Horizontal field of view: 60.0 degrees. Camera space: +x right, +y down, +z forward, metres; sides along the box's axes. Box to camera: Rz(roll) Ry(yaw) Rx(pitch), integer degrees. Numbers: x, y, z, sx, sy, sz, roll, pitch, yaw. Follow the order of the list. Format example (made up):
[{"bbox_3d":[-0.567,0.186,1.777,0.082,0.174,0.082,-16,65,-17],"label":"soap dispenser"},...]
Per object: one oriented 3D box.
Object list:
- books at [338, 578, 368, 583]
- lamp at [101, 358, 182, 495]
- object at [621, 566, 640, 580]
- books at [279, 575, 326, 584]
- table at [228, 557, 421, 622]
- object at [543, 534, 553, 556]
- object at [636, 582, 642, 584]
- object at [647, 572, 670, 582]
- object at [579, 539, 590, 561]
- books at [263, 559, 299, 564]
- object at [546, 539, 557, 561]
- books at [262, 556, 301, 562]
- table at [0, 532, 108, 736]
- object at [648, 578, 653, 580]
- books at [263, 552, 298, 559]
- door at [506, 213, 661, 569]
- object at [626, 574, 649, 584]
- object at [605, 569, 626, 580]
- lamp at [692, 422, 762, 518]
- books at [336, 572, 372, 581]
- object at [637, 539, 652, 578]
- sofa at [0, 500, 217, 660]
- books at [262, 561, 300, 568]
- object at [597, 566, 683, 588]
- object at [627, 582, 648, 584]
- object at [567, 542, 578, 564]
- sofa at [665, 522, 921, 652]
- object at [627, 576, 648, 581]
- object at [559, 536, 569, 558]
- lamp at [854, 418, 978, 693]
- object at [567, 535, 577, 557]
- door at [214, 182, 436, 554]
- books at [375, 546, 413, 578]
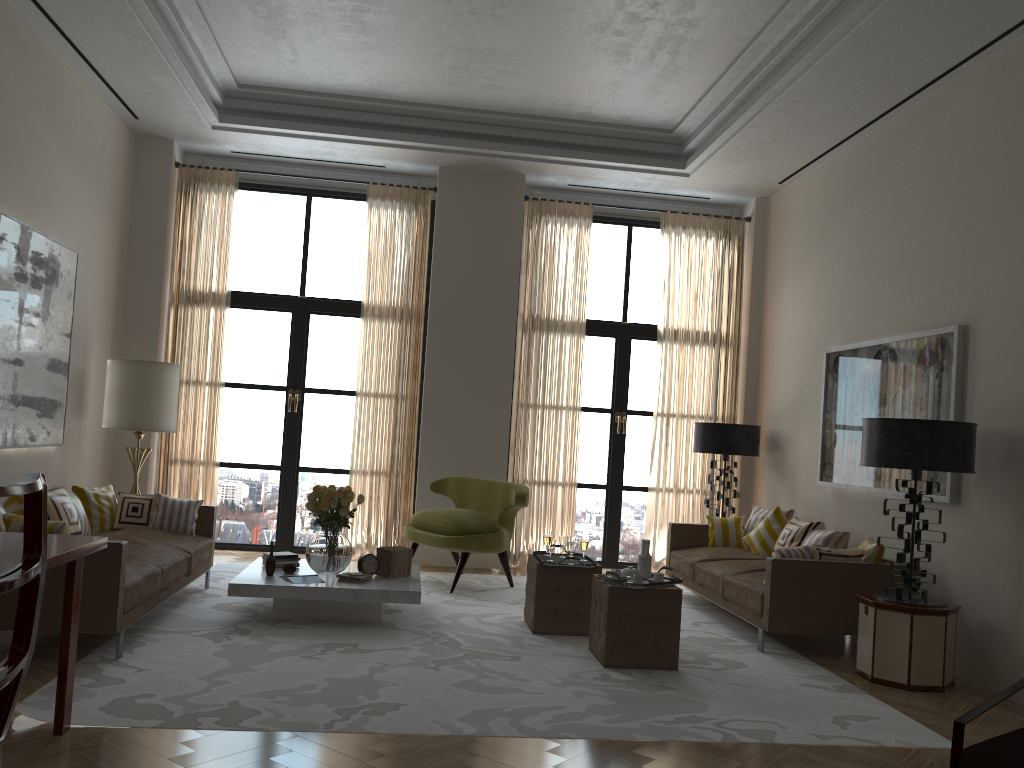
[{"bbox_3d":[-1.397,1.716,7.801,0.197,0.024,0.256,3,-3,11],"label":"books"},{"bbox_3d":[-4.149,0.879,9.808,0.768,2.253,0.767,5,-3,-43],"label":"lamp"},{"bbox_3d":[0.945,1.500,7.074,0.176,0.105,0.136,4,-3,-10],"label":"object"},{"bbox_3d":[-1.818,1.676,7.676,0.281,0.038,0.384,6,-4,-34],"label":"books"},{"bbox_3d":[-1.645,1.902,8.118,1.584,0.343,1.502,4,-3,-6],"label":"table"},{"bbox_3d":[0.325,1.487,8.174,0.098,0.191,0.098,5,-2,-24],"label":"object"},{"bbox_3d":[0.965,1.518,6.730,0.053,0.025,0.049,4,-3,-5],"label":"object"},{"bbox_3d":[1.159,1.528,7.005,0.176,0.067,0.176,4,-3,-8],"label":"object"},{"bbox_3d":[0.650,1.497,7.988,0.098,0.191,0.098,3,-2,19],"label":"object"},{"bbox_3d":[-2.160,1.652,8.275,0.263,0.024,0.207,7,-5,-43],"label":"books"},{"bbox_3d":[0.341,1.468,7.827,0.098,0.191,0.098,3,-2,19],"label":"object"},{"bbox_3d":[-2.158,1.628,8.288,0.281,0.024,0.229,7,-4,-41],"label":"books"},{"bbox_3d":[-2.888,1.178,2.786,1.800,1.026,3.804,4,-3,-6],"label":"table"},{"bbox_3d":[1.132,1.552,7.066,0.041,0.015,0.187,1,-4,35],"label":"object"},{"bbox_3d":[-2.161,1.600,8.280,0.260,0.030,0.207,6,-4,-39],"label":"books"},{"bbox_3d":[1.480,0.120,12.004,3.086,4.763,0.240,4,-2,-7],"label":"door"},{"bbox_3d":[0.971,1.504,6.830,0.176,0.067,0.176,4,-3,-5],"label":"object"},{"bbox_3d":[0.815,1.489,6.939,0.176,0.067,0.176,6,-4,-31],"label":"object"},{"bbox_3d":[2.651,1.514,11.145,0.830,2.016,0.830,4,-2,-2],"label":"lamp"},{"bbox_3d":[-1.385,1.693,7.803,0.255,0.026,0.202,3,-3,18],"label":"books"},{"bbox_3d":[1.074,1.415,7.180,0.113,0.305,0.126,3,-2,30],"label":"object"},{"bbox_3d":[-3.464,1.507,7.351,1.352,0.819,2.982,4,-3,-6],"label":"sofa"},{"bbox_3d":[-2.160,1.683,8.285,0.281,0.035,0.207,6,-4,-39],"label":"books"},{"bbox_3d":[1.013,1.511,6.998,0.721,0.101,0.441,7,-4,-43],"label":"object"},{"bbox_3d":[0.956,1.521,6.764,0.187,0.015,0.041,5,-3,-20],"label":"object"},{"bbox_3d":[0.516,1.471,7.690,0.098,0.191,0.098,4,-2,-7],"label":"object"},{"bbox_3d":[2.627,1.995,8.966,1.352,0.819,2.982,4,-3,-6],"label":"sofa"},{"bbox_3d":[0.975,1.519,6.930,0.186,0.026,0.041,4,-3,1],"label":"object"},{"bbox_3d":[0.470,1.493,8.118,0.098,0.191,0.098,4,-2,-7],"label":"object"},{"bbox_3d":[3.134,1.299,6.943,0.830,2.016,0.830,4,-2,-6],"label":"lamp"},{"bbox_3d":[0.549,1.505,8.237,0.098,0.191,0.098,2,-3,41],"label":"object"},{"bbox_3d":[-2.777,-0.183,11.513,3.259,4.763,0.240,4,-2,-7],"label":"door"},{"bbox_3d":[-1.091,1.639,8.181,0.210,0.264,0.282,1,-3,44],"label":"books"}]
